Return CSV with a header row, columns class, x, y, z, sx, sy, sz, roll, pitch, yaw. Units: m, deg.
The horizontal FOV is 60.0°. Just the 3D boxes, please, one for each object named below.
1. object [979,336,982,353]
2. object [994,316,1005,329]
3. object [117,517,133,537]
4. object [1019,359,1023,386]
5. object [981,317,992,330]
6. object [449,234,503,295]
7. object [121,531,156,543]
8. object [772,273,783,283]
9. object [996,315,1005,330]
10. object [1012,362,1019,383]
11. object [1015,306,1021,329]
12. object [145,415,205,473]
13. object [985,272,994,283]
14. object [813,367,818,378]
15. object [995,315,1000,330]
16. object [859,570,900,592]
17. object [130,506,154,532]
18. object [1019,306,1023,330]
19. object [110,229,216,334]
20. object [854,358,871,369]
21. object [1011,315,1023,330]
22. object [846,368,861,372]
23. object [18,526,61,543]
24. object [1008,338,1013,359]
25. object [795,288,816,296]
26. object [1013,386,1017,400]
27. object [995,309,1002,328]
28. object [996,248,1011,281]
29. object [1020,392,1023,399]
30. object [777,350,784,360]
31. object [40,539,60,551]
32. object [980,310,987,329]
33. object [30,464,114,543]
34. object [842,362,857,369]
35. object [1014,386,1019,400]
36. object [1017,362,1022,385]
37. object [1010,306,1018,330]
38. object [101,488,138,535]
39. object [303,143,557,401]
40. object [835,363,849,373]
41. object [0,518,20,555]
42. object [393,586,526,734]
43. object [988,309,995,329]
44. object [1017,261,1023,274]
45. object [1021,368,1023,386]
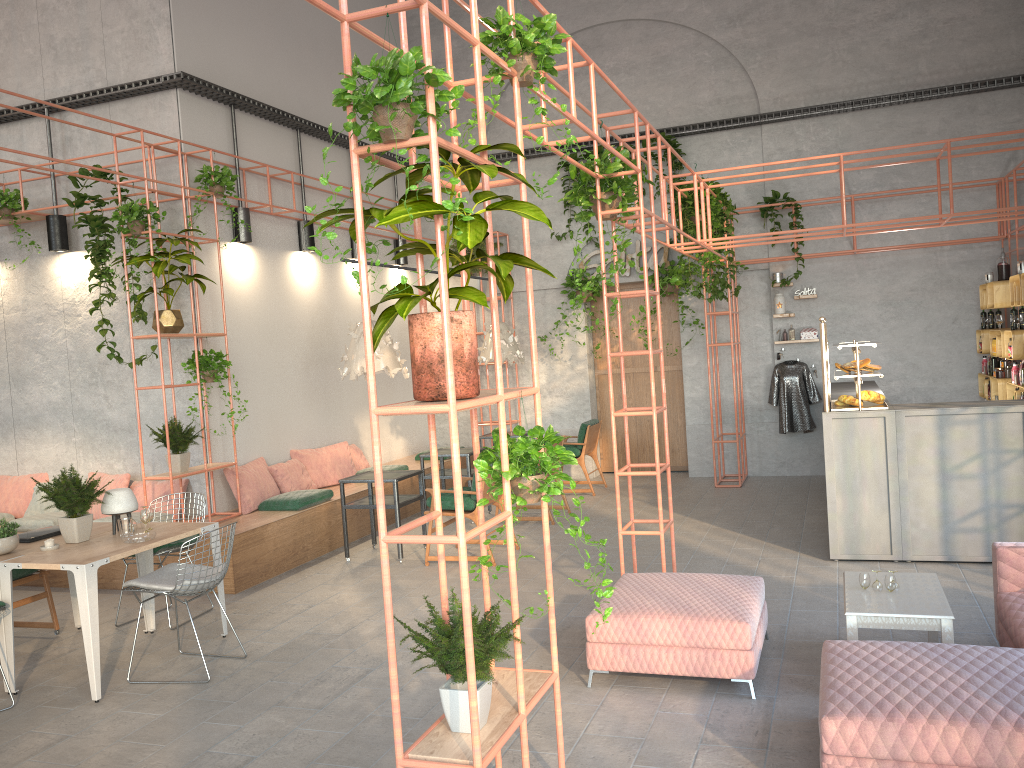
class,x,y,z,sx,sy,sz,roll,pitch,yaw
object,5.673,-0.478,10.627,0.131,0.207,0.131,-5,3,-25
object,5.731,-0.726,10.429,0.115,0.147,0.115,-5,3,-25
object,-2.620,0.974,6.017,0.095,0.119,0.095,-2,3,44
object,4.865,-0.110,8.417,0.072,0.248,0.094,-3,2,20
object,5.608,-0.719,10.475,0.115,0.147,0.115,-5,3,-25
object,-0.538,-1.775,12.744,0.894,1.101,0.900,-4,2,-11
object,-2.457,1.009,5.838,0.218,0.041,0.218,-3,3,29
object,3.465,-1.381,11.558,0.133,0.145,0.133,-5,2,-18
object,5.290,-0.668,9.605,0.083,0.159,0.083,-3,3,29
object,4.970,-0.111,8.749,0.070,0.209,0.070,-5,2,-20
object,5.313,-0.715,9.313,0.075,0.273,0.075,-4,2,-14
object,-3.068,0.544,8.071,0.438,0.527,0.368,-3,2,20
object,5.394,-1.198,10.022,0.088,0.123,0.088,-4,2,-14
object,3.943,-0.148,11.536,0.070,0.146,0.033,-4,2,-8
object,5.321,-0.674,9.690,0.083,0.159,0.083,-3,3,29
object,2.068,1.130,4.988,0.199,0.145,0.156,-2,3,35
object,-2.581,0.949,6.229,0.165,0.154,0.210,-4,2,10
object,5.041,-0.682,8.751,0.066,0.291,0.066,-3,3,27
object,-3.100,-0.919,7.899,0.903,0.947,0.934,-5,2,-18
object,2.976,-0.172,7.536,0.142,0.087,0.094,-3,3,28
object,4.951,-0.601,8.675,0.115,0.147,0.115,-3,3,29
object,2.918,-0.129,7.614,0.146,0.064,0.101,-3,2,16
object,-3.334,1.061,6.268,0.268,0.031,0.427,-3,2,20
object,5.016,-0.359,8.827,0.131,0.207,0.131,-5,3,-25
object,3.789,-1.194,11.468,0.263,0.101,0.013,-3,2,20
object,5.080,0.143,8.925,0.066,0.237,0.066,-6,3,-37
object,5.774,-0.805,10.521,0.066,0.291,0.066,-5,3,-30
object,5.508,-1.334,9.939,0.134,0.386,0.134,-6,3,-36
object,4.890,0.185,8.440,0.094,0.219,0.094,-6,3,-37
object,3.532,-0.379,11.663,0.093,0.121,0.049,-3,3,23
object,-3.007,1.039,5.766,0.115,0.078,0.115,-3,3,26
object,5.626,-0.797,10.577,0.066,0.291,0.066,-4,2,-10
object,-2.954,0.798,5.941,0.438,0.527,0.368,-3,2,20
object,2.889,-0.160,7.571,0.138,0.050,0.093,-2,3,36
object,5.051,0.145,8.846,0.072,0.243,0.074,-6,3,-38
object,4.898,-0.101,8.521,0.073,0.219,0.105,-3,3,26
object,4.968,-0.678,8.777,0.066,0.291,0.066,-4,2,-10
object,-2.738,0.890,6.197,0.241,0.313,0.241,-5,3,-25
object,-0.262,-0.415,3.188,0.924,0.946,0.923,-4,2,-14
object,2.845,-0.139,7.650,0.111,0.092,0.098,-3,2,20
object,-3.316,0.975,5.707,0.248,0.247,0.254,-3,2,20
object,-0.197,1.045,3.356,0.438,0.527,0.368,-3,2,20
object,5.698,-0.801,10.551,0.066,0.291,0.066,-3,3,27
object,4.736,-1.080,8.222,0.088,0.123,0.088,-4,2,-14
object,4.826,-0.103,8.324,0.082,0.246,0.082,-6,3,-37
